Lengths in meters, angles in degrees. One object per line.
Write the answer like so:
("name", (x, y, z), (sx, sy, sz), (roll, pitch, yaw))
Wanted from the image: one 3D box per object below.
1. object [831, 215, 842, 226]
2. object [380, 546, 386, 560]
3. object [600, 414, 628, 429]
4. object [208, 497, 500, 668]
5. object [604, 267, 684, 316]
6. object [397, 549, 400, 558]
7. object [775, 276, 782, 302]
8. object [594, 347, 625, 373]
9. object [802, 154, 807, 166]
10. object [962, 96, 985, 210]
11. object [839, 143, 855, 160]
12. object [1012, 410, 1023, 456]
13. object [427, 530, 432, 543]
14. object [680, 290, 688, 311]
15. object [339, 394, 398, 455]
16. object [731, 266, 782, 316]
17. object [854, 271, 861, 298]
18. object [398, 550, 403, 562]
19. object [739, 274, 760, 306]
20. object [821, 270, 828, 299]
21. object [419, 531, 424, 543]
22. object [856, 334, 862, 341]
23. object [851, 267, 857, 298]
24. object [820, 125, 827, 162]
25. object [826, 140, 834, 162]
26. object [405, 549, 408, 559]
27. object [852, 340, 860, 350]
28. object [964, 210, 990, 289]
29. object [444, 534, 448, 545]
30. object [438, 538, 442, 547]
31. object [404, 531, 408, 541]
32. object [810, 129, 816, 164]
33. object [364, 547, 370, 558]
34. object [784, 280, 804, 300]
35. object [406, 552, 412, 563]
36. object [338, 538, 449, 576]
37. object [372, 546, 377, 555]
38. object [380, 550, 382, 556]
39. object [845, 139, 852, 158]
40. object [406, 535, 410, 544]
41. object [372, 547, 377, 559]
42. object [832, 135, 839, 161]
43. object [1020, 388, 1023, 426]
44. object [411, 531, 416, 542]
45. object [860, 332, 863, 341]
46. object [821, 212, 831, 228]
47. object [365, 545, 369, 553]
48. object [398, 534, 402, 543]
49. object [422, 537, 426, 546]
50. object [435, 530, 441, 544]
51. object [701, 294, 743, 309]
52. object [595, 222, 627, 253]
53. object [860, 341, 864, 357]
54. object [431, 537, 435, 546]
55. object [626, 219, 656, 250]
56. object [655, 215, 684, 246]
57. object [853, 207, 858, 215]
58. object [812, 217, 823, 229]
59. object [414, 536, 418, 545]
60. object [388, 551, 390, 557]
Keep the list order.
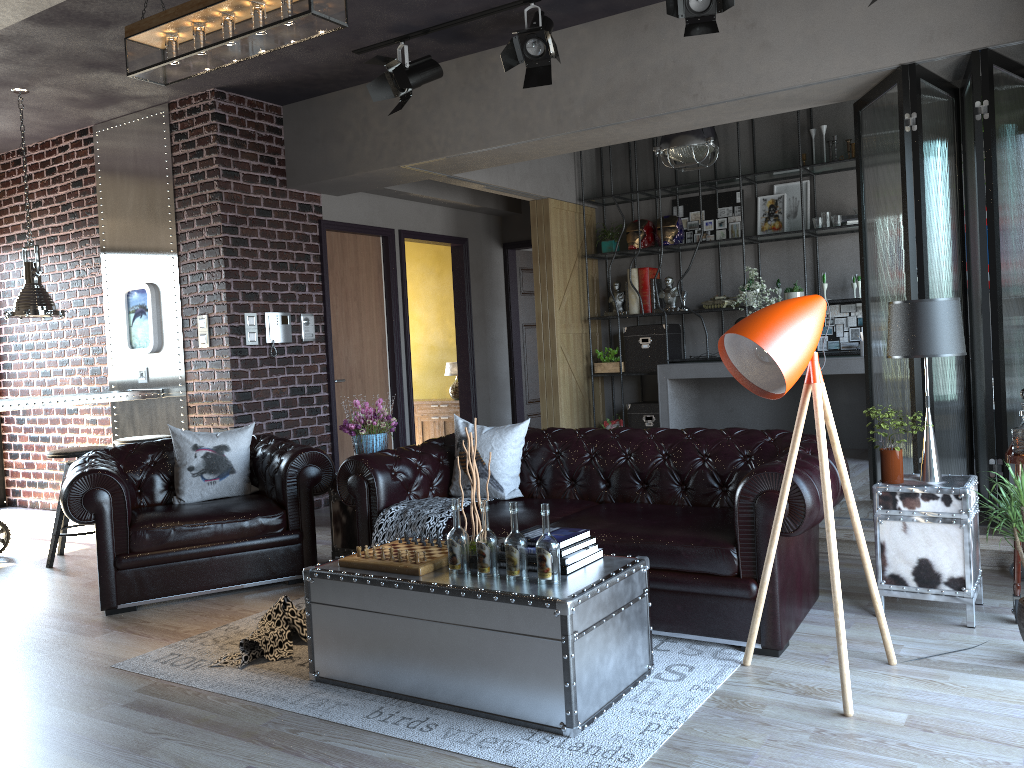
("object", (2.889, -1.445, 7.888), (0.092, 0.099, 0.093), (-3, 2, -10))
("object", (-0.518, 0.677, 3.565), (0.025, 0.055, 0.025), (-3, 2, -12))
("object", (1.056, 0.493, 9.251), (0.345, 0.362, 0.332), (-2, 2, 36))
("object", (-0.709, 0.924, 4.417), (1.700, 0.569, 0.562), (-5, 2, -37))
("object", (1.351, -0.947, 9.077), (0.833, 0.466, 0.290), (-2, 2, 33))
("object", (-0.457, 0.683, 3.580), (0.017, 0.037, 0.017), (-2, 2, 26))
("object", (2.549, -0.893, 8.470), (0.113, 0.273, 0.113), (-3, 2, -1))
("object", (1.011, -0.252, 9.154), (0.304, 0.265, 0.180), (-2, 2, 33))
("object", (2.662, -2.030, 8.077), (0.135, 0.129, 0.135), (-3, 2, 6))
("object", (3.852, -1.872, 7.189), (0.650, 1.025, 0.720), (-4, 2, -39))
("object", (3.027, -2.053, 7.856), (0.189, 0.152, 0.189), (-4, 2, -34))
("object", (2.260, 0.221, 3.884), (0.101, 0.211, 0.101), (-4, 2, -42))
("object", (-0.354, 0.658, 3.826), (0.025, 0.055, 0.025), (-3, 2, -12))
("object", (1.696, -0.821, 8.733), (0.093, 0.200, 0.093), (-2, 2, 28))
("object", (-0.875, 0.298, 5.469), (0.352, 0.484, 0.349), (-4, 2, -27))
("object", (2.210, -0.644, 7.952), (0.398, 0.852, 0.420), (-3, 2, -11))
("object", (3.084, -0.884, 7.875), (0.113, 0.246, 0.113), (-4, 2, -39))
("object", (-0.444, 0.679, 3.519), (0.022, 0.047, 0.022), (-4, 2, -25))
("object", (2.261, -0.892, 8.431), (0.137, 0.305, 0.193), (-4, 2, -23))
("object", (2.819, -0.889, 8.000), (0.113, 0.275, 0.113), (-2, 2, 36))
("object", (-0.393, 0.663, 3.850), (0.022, 0.047, 0.022), (-3, 2, -12))
("object", (3.026, -0.337, 7.603), (0.137, 0.190, 0.009), (-2, 2, 36))
("object", (3.143, -0.926, 8.146), (0.113, 0.301, 0.113), (-4, 2, -39))
("object", (2.872, -2.176, 8.151), (0.128, 0.390, 0.128), (-3, 2, -8))
("object", (2.884, -2.092, 8.021), (0.084, 0.233, 0.084), (-4, 2, -30))
("object", (-0.421, 0.682, 3.557), (0.017, 0.037, 0.017), (-2, 2, 26))
("object", (3.229, -0.357, 7.934), (0.351, 0.111, 0.379), (-4, 2, -25))
("object", (4.020, -1.166, 7.579), (0.751, 0.739, 0.185), (-2, 2, 33))
("object", (-0.279, 0.660, 3.778), (0.022, 0.047, 0.022), (-3, 2, -12))
("object", (-0.305, 0.668, 3.739), (0.017, 0.037, 0.017), (-2, 2, 39))
("object", (-0.465, 0.668, 3.898), (0.019, 0.040, 0.019), (-3, 2, 7))
("object", (2.816, -2.177, 8.271), (0.128, 0.390, 0.128), (-3, 2, 1))
("object", (-0.591, 0.685, 3.614), (0.026, 0.044, 0.026), (-3, 2, -12))
("object", (2.614, -0.856, 8.229), (0.235, 0.212, 0.235), (-3, 2, -12))
("object", (-0.407, 0.680, 3.495), (0.026, 0.044, 0.026), (-3, 2, -12))
("object", (-0.416, 0.713, 3.685), (0.429, 0.036, 0.429), (-2, 3, 33))
("object", (-0.568, 0.686, 3.655), (0.017, 0.037, 0.017), (-2, 2, 26))
("object", (-0.531, 0.685, 3.631), (0.017, 0.037, 0.017), (-2, 2, 26))
("object", (3.052, -2.098, 8.028), (0.080, 0.226, 0.080), (-3, 2, 6))
("object", (-0.449, 0.672, 3.834), (0.017, 0.037, 0.017), (-2, 2, 39))
("object", (-0.558, 0.682, 3.593), (0.022, 0.047, 0.022), (-4, 2, -25))
("object", (2.894, -2.094, 7.928), (0.100, 0.243, 0.100), (-2, 2, 42))
("object", (2.405, 0.165, 4.143), (0.114, 0.292, 0.114), (-4, 2, -29))
("object", (-0.429, 0.666, 3.872), (0.026, 0.044, 0.026), (-3, 2, -12))
("object", (3.021, -0.346, 7.623), (0.023, 0.202, 0.046), (-4, 2, -21))
("object", (2.848, -1.477, 8.036), (0.087, 0.155, 0.087), (-5, 2, -45))
("object", (-0.603, 0.687, 3.676), (0.017, 0.037, 0.017), (-2, 2, 26))
("object", (-0.487, 0.673, 3.859), (0.017, 0.037, 0.017), (-3, 2, 13))
("object", (-0.376, 0.670, 3.787), (0.017, 0.037, 0.017), (-2, 2, 39))
("object", (-0.318, 0.655, 3.803), (0.025, 0.058, 0.025), (-2, 2, 26))
("object", (2.071, -0.821, 8.627), (0.206, 0.170, 0.577), (-4, 2, -22))
("object", (1.019, -1.515, 9.240), (0.324, 0.339, 0.295), (-3, 2, -11))
("object", (3.037, -0.301, 7.582), (0.110, 0.137, 0.110), (-1, 2, 43))
("object", (-0.338, 0.669, 3.764), (0.017, 0.037, 0.017), (-2, 2, 39))
("object", (1.300, -1.520, 9.042), (0.280, 0.327, 0.399), (-2, 2, 38))
("object", (1.568, -1.527, 8.870), (0.280, 0.327, 0.399), (-2, 2, 23))
("object", (3.130, -1.556, 7.991), (0.103, 0.068, 0.103), (-2, 2, 26))
("object", (2.752, -1.441, 7.975), (0.093, 0.099, 0.092), (-4, 2, -20))
("object", (-0.411, 0.671, 3.810), (0.017, 0.037, 0.017), (-2, 2, 39))
("object", (-0.495, 0.684, 3.606), (0.017, 0.037, 0.017), (-2, 2, 26))
